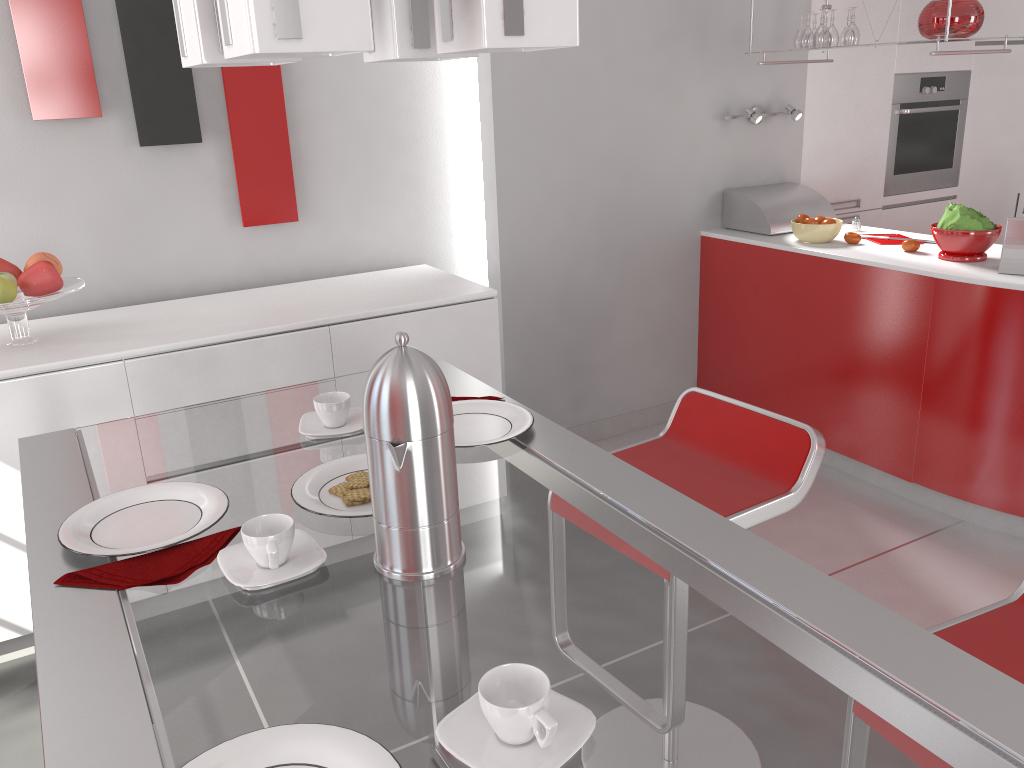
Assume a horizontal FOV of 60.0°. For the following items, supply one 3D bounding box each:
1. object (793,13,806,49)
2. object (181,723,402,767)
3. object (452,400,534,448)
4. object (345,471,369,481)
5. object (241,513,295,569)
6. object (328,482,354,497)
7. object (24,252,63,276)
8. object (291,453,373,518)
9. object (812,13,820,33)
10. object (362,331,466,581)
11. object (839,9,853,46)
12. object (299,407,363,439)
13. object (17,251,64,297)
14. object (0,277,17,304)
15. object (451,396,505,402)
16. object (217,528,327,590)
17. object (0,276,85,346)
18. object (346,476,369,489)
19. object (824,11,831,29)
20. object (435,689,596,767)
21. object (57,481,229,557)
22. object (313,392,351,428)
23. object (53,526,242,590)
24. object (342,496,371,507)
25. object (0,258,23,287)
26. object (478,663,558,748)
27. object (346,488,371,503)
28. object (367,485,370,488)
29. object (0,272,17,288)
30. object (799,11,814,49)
[{"bbox_3d":[1.187,-1.444,3.639,0.060,0.141,0.060,-12,21,-27],"label":"object"},{"bbox_3d":[-0.186,0.343,0.689,0.217,0.015,0.217,-4,19,-4],"label":"object"},{"bbox_3d":[-0.071,0.069,1.484,0.217,0.015,0.217,0,19,7],"label":"object"},{"bbox_3d":[-0.223,0.138,1.306,0.036,0.006,0.034,15,26,42],"label":"object"},{"bbox_3d":[-0.294,0.195,1.067,0.062,0.049,0.078,1,19,11],"label":"object"},{"bbox_3d":[-0.241,0.151,1.270,0.036,0.006,0.034,13,24,38],"label":"object"},{"bbox_3d":[-1.426,-0.350,2.688,0.121,0.101,0.097,13,24,38],"label":"object"},{"bbox_3d":[-0.206,0.147,1.272,0.217,0.015,0.217,0,19,8],"label":"object"},{"bbox_3d":[1.256,-1.463,3.686,0.060,0.141,0.060,-12,21,-27],"label":"object"},{"bbox_3d":[-0.125,0.072,1.058,0.113,0.287,0.149,-9,20,-19],"label":"object"},{"bbox_3d":[1.339,-1.415,3.532,0.060,0.141,0.060,-12,21,-27],"label":"object"},{"bbox_3d":[-0.303,0.069,1.518,0.119,0.016,0.119,-5,19,-8],"label":"object"},{"bbox_3d":[-1.371,-0.320,2.572,0.117,0.133,0.097,-17,24,-37],"label":"object"},{"bbox_3d":[-1.426,-0.264,2.470,0.083,0.086,0.100,4,20,20],"label":"object"},{"bbox_3d":[-0.133,0.034,1.602,0.234,0.012,0.095,-12,21,-27],"label":"object"},{"bbox_3d":[-0.292,0.216,1.082,0.119,0.016,0.119,-13,22,-29],"label":"object"},{"bbox_3d":[-1.457,-0.198,2.608,0.398,0.159,0.398,4,20,20],"label":"object"},{"bbox_3d":[-0.219,0.141,1.276,0.034,0.006,0.036,0,19,8],"label":"object"},{"bbox_3d":[1.270,-1.435,3.602,0.060,0.141,0.060,-12,21,-27],"label":"object"},{"bbox_3d":[0.004,0.305,0.779,0.119,0.016,0.119,13,24,39],"label":"object"},{"bbox_3d":[-0.494,0.184,1.199,0.217,0.015,0.217,11,23,35],"label":"object"},{"bbox_3d":[-0.308,0.044,1.517,0.062,0.049,0.078,-12,21,-27],"label":"object"},{"bbox_3d":[-0.428,0.222,1.083,0.234,0.012,0.095,-13,21,-28],"label":"object"},{"bbox_3d":[-0.217,0.160,1.240,0.036,0.006,0.034,-11,20,-23],"label":"object"},{"bbox_3d":[-1.543,-0.336,2.637,0.150,0.129,0.117,4,20,18],"label":"object"},{"bbox_3d":[0.004,0.285,0.764,0.062,0.049,0.078,-4,19,-6],"label":"object"},{"bbox_3d":[-0.213,0.154,1.238,0.036,0.006,0.034,-8,19,-16],"label":"object"},{"bbox_3d":[-0.194,0.147,1.274,0.034,0.006,0.036,-6,19,-10],"label":"object"},{"bbox_3d":[-1.489,-0.283,2.582,0.084,0.079,0.086,-3,19,0],"label":"object"},{"bbox_3d":[1.184,-1.414,3.549,0.060,0.141,0.060,12,23,36],"label":"object"}]
